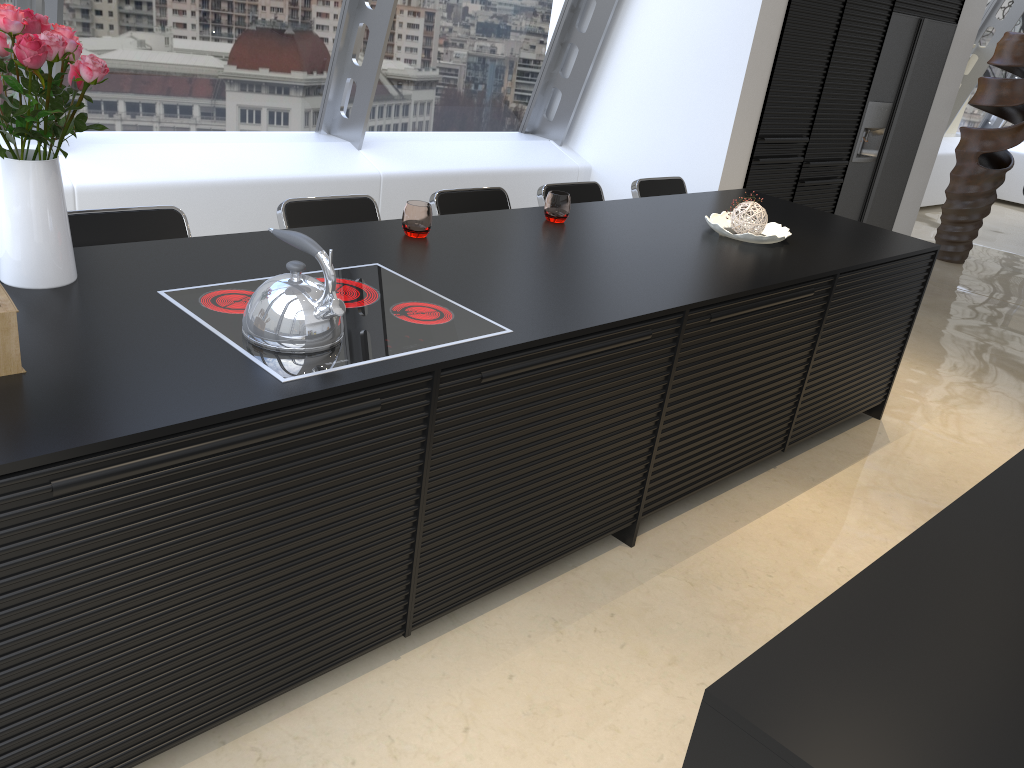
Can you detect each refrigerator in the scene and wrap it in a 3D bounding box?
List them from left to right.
[{"bbox_3d":[2.606,-1.710,6.384,1.006,1.742,0.234,-15,33,-42],"label":"refrigerator"}]

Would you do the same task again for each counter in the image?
[{"bbox_3d":[0.169,-0.417,2.900,3.800,0.018,1.006,-15,33,-42],"label":"counter"},{"bbox_3d":[1.851,0.185,2.137,3.738,0.025,0.804,-15,33,-42],"label":"counter"}]

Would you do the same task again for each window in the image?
[{"bbox_3d":[6.519,-0.049,2.761,16.171,3.674,16.693,25,29,32],"label":"window"}]

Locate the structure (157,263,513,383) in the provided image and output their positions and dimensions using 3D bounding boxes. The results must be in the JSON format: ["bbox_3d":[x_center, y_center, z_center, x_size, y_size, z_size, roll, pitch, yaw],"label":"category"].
[{"bbox_3d":[-0.420,-0.156,2.145,0.640,0.041,0.562,-15,33,-42],"label":"structure"}]

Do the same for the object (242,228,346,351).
[{"bbox_3d":[-0.474,-0.220,1.940,0.221,0.230,0.221,2,25,-14],"label":"object"}]

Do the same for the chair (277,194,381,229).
[{"bbox_3d":[-0.578,-0.207,3.210,0.418,0.857,0.460,-15,33,-42],"label":"chair"}]

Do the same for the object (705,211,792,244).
[{"bbox_3d":[0.929,-0.606,3.514,0.334,0.078,0.329,22,27,27],"label":"object"}]

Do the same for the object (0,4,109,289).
[{"bbox_3d":[-1.069,-0.516,1.951,0.327,0.596,0.350,-11,30,-36],"label":"object"}]

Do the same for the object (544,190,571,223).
[{"bbox_3d":[0.167,-0.653,3.275,0.095,0.106,0.095,28,30,37],"label":"object"}]

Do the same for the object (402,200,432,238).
[{"bbox_3d":[-0.303,-0.526,2.834,0.095,0.106,0.095,-3,27,-24],"label":"object"}]

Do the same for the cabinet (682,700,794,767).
[{"bbox_3d":[2.440,-0.502,2.367,5.157,2.901,0.831,-15,33,-42],"label":"cabinet"}]

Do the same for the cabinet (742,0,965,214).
[{"bbox_3d":[2.018,-2.019,6.037,2.252,2.558,0.831,-14,33,-41],"label":"cabinet"}]

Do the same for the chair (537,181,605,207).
[{"bbox_3d":[0.343,-0.448,4.052,0.418,0.857,0.460,-15,33,-42],"label":"chair"}]

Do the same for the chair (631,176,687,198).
[{"bbox_3d":[0.815,-0.571,4.484,0.418,0.857,0.460,-15,33,-42],"label":"chair"}]

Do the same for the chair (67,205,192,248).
[{"bbox_3d":[-1.108,-0.069,2.725,0.418,0.857,0.460,-15,33,-42],"label":"chair"}]

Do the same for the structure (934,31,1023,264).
[{"bbox_3d":[3.880,-1.897,7.280,0.493,1.843,0.498,28,30,37],"label":"structure"}]

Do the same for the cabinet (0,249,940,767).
[{"bbox_3d":[0.111,-0.031,3.074,3.800,0.838,1.007,-15,33,-42],"label":"cabinet"}]

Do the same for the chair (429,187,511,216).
[{"bbox_3d":[-0.093,-0.334,3.653,0.418,0.857,0.460,-15,33,-42],"label":"chair"}]

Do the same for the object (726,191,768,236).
[{"bbox_3d":[0.942,-0.664,3.500,0.165,0.191,0.190,1,25,-18],"label":"object"}]

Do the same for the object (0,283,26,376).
[{"bbox_3d":[-1.036,-0.147,1.700,0.084,0.157,0.353,-15,33,-41],"label":"object"}]
